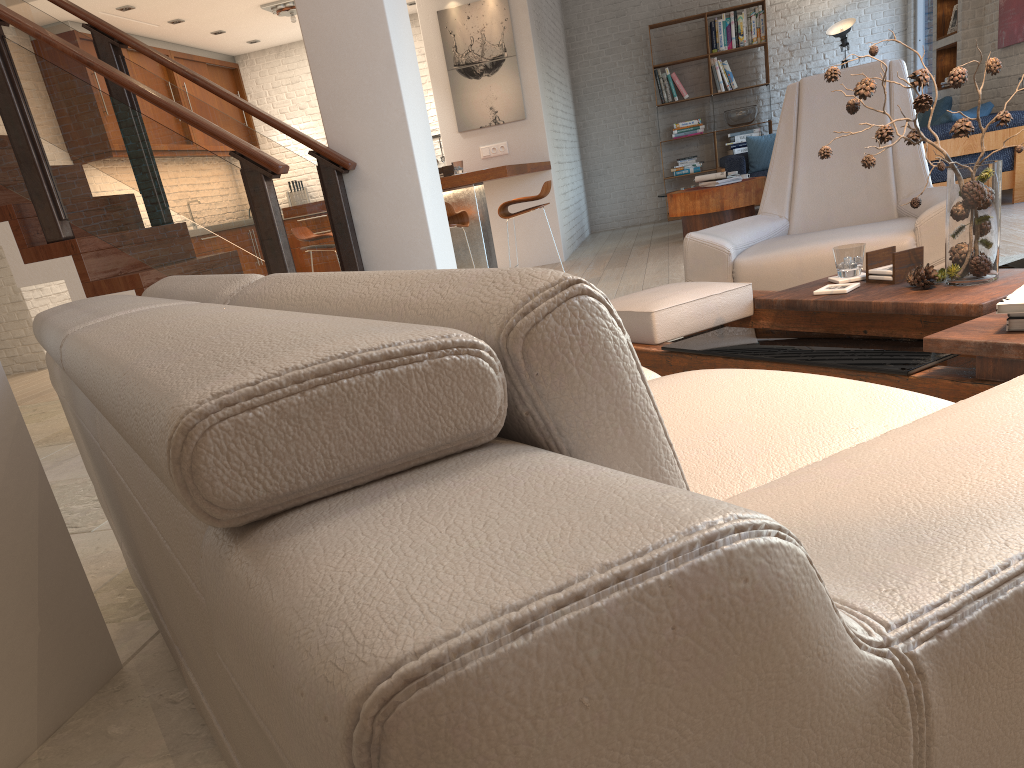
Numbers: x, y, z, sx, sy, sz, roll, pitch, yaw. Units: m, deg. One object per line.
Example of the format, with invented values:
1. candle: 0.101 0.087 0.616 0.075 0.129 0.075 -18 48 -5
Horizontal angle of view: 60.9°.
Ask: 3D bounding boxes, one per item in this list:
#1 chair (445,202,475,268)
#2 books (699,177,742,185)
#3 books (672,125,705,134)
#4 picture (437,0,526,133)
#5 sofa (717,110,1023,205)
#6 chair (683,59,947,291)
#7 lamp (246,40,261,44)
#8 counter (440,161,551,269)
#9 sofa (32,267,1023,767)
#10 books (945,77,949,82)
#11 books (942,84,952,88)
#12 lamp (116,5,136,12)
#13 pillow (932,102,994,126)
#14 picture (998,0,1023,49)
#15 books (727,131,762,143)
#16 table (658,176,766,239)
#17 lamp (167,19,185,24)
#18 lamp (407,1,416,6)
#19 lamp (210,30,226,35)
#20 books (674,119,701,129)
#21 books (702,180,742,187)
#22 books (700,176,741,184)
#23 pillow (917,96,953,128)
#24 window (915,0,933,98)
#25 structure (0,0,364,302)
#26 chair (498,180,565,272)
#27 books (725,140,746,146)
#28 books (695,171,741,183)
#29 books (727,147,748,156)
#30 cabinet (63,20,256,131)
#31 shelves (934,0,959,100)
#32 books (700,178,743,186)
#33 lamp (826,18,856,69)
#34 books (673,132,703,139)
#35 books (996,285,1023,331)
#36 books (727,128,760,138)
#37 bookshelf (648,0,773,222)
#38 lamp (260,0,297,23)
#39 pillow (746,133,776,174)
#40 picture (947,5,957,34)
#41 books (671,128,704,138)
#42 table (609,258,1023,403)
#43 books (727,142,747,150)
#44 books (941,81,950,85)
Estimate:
1. chair: -0.505 -0.913 6.362 0.406 0.816 0.397 -6 20 12
2. books: 1.912 -1.862 8.009 0.249 0.011 0.306 -15 14 -18
3. books: 2.155 -3.116 10.695 0.381 0.038 0.231 -9 13 6
4. picture: -0.274 -2.912 7.982 0.658 1.070 0.019 -6 21 12
5. sofa: 3.156 -2.034 8.415 2.088 0.697 3.729 -8 14 12
6. chair: 1.267 -0.681 3.405 1.028 1.071 0.919 -1 20 28
7. lamp: -3.024 -4.017 10.181 0.124 0.058 0.117 -7 15 12
8. counter: -0.578 -1.242 7.467 1.693 0.970 2.356 -7 15 12
9. sofa: -0.123 0.130 1.632 1.116 0.797 2.265 -19 16 -27
10. books: 4.209 -2.914 8.310 0.133 0.036 0.194 -5 14 22
11. books: 4.210 -2.863 8.336 0.163 0.018 0.238 -5 14 22
12. lamp: -3.453 -3.372 7.778 0.124 0.058 0.117 -7 15 12
13. pillow: 3.449 -1.972 6.801 0.551 0.346 0.365 -18 18 -26
14. picture: 3.972 -3.207 6.852 0.019 1.011 0.700 -6 19 12
15. books: 2.833 -3.013 10.650 0.381 0.068 0.231 -9 14 7
16. table: 1.961 -1.732 8.609 1.081 0.471 1.728 -6 14 18
17. lamp: -3.310 -3.587 8.580 0.124 0.058 0.117 -7 15 12
18. lamp: -1.114 -4.281 9.756 0.124 0.058 0.117 -7 15 12
19. lamp: -3.167 -3.802 9.381 0.124 0.058 0.117 -7 15 12
20. books: 2.152 -3.187 10.684 0.328 0.059 0.240 -7 14 15
21. books: 1.925 -1.843 8.017 0.251 0.011 0.303 -13 13 -8
22. books: 1.908 -1.870 7.997 0.250 0.011 0.305 -14 13 -13
23. pillow: 3.759 -2.360 7.967 0.256 0.439 1.143 -6 15 11
24. window: 3.567 -4.128 3.706 0.650 6.746 11.639 -6 16 12
25. structure: -1.342 -2.239 4.782 10.199 4.372 13.078 -8 14 12
26. chair: 0.172 -1.125 6.714 0.424 0.816 0.380 -6 20 12
27. books: 2.830 -2.966 10.652 0.446 0.022 0.257 -8 13 12
28. books: 1.907 -1.900 8.066 0.319 0.115 0.261 3 20 43
29. books: 2.857 -2.871 10.686 0.380 0.068 0.231 -11 14 0
30. cabinet: -3.815 -3.080 9.601 0.464 1.224 3.154 -6 15 12
31. shelves: 4.153 -3.435 8.122 0.193 1.504 0.722 -6 20 12
32. books: 1.923 -1.857 8.027 0.249 0.011 0.306 -15 14 -18
33. lamp: 4.008 -3.206 9.995 0.500 1.944 0.829 -16 21 -15
34. books: 2.166 -3.056 10.732 0.357 0.022 0.257 -8 13 12
35. books: 1.155 -0.186 1.727 0.247 0.078 0.384 3 19 44
36. books: 2.819 -3.061 10.627 0.381 0.038 0.230 -8 13 12
37. bookshelf: 2.446 -3.244 10.592 1.323 2.320 0.343 -6 21 12
38. lamp: -2.218 -3.736 8.786 0.452 0.180 0.425 -8 15 12
39. pillow: 2.941 -2.640 9.894 0.558 0.431 0.210 -7 20 11
40. picture: 4.175 -3.427 8.173 0.102 0.258 0.182 -9 18 3
41. books: 2.151 -3.081 10.718 0.381 0.038 0.231 -9 13 8
42. table: 1.443 -0.146 2.302 1.926 0.453 2.142 -17 15 -26
43. books: 2.818 -2.923 10.658 0.327 0.059 0.241 -9 14 7
44. books: 4.210 -2.887 8.314 0.172 0.020 0.223 -7 13 14
